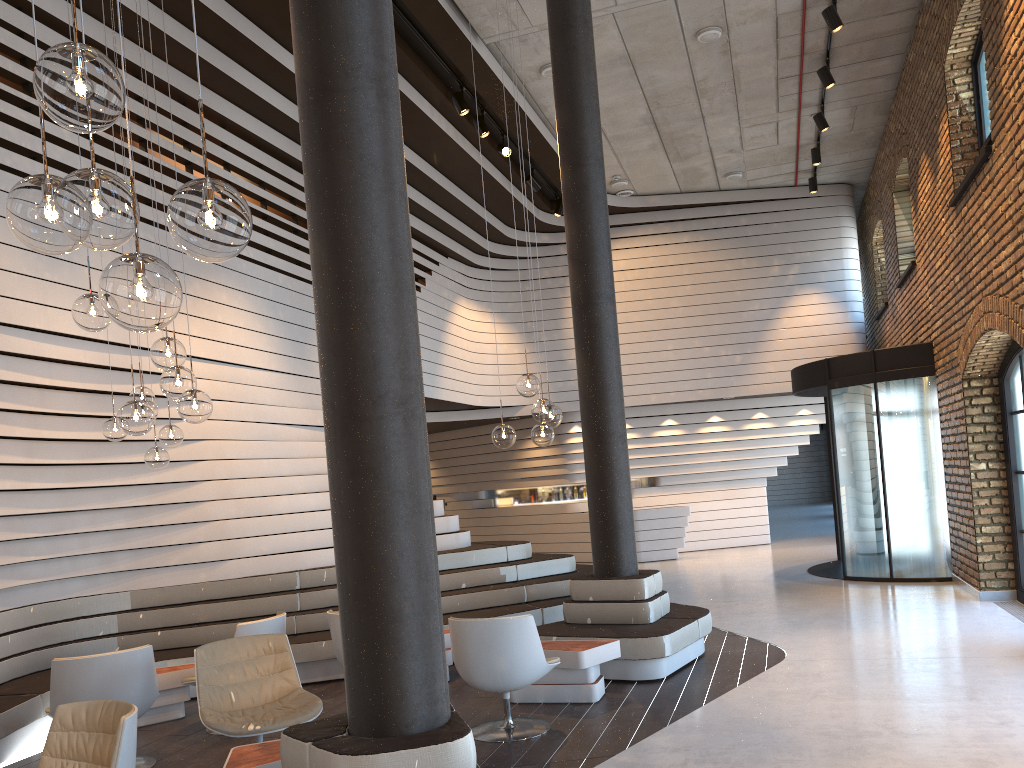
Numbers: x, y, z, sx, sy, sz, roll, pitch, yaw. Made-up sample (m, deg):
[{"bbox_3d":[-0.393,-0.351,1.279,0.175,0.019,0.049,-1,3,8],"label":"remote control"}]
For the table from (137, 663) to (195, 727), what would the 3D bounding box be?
[{"bbox_3d":[-2.806,2.351,6.587,0.898,0.369,0.419,-1,-5,-35],"label":"table"}]

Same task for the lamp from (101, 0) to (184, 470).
[{"bbox_3d":[-2.744,-1.740,6.156,0.528,4.705,0.335,-5,0,-21],"label":"lamp"}]

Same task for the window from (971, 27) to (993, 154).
[{"bbox_3d":[4.194,-2.534,7.565,0.126,1.448,1.568,-5,-3,17],"label":"window"}]

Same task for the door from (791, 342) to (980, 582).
[{"bbox_3d":[5.494,1.056,11.695,3.230,2.846,3.240,-6,-4,24],"label":"door"}]

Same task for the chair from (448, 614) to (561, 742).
[{"bbox_3d":[-0.048,1.815,5.609,0.661,0.765,0.709,-6,-3,18],"label":"chair"}]

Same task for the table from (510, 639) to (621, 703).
[{"bbox_3d":[0.302,2.064,6.321,0.912,0.370,0.412,-7,-4,20],"label":"table"}]

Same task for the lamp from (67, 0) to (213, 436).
[{"bbox_3d":[-1.885,-2.121,4.139,0.312,4.733,0.657,-5,0,25],"label":"lamp"}]

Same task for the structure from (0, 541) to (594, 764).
[{"bbox_3d":[-3.104,1.675,2.831,5.800,0.925,18.217,-6,-7,13],"label":"structure"}]

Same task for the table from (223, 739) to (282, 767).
[{"bbox_3d":[-1.024,1.952,4.345,0.898,0.369,0.419,-1,-5,-35],"label":"table"}]

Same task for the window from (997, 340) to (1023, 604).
[{"bbox_3d":[4.564,0.766,7.518,0.131,2.529,2.350,-5,-3,17],"label":"window"}]

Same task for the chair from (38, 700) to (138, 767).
[{"bbox_3d":[-1.847,1.729,3.515,0.664,0.765,0.705,-7,-4,37],"label":"chair"}]

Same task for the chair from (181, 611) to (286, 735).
[{"bbox_3d":[-1.950,2.050,6.299,0.715,0.765,0.655,-6,-3,17],"label":"chair"}]

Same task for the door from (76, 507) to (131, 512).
[{"bbox_3d":[-4.346,1.966,9.725,0.977,2.101,0.162,-5,0,18],"label":"door"}]

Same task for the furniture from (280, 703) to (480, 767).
[{"bbox_3d":[-0.664,1.627,3.275,1.269,0.720,1.788,-4,-6,-12],"label":"furniture"}]

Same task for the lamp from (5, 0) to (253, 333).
[{"bbox_3d":[-0.988,-2.443,1.850,0.545,4.666,0.293,-5,0,3],"label":"lamp"}]

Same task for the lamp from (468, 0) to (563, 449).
[{"bbox_3d":[0.208,-1.256,11.739,9.088,4.600,41.878,-6,-6,17],"label":"lamp"}]

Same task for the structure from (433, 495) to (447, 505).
[{"bbox_3d":[-1.655,2.598,18.703,0.811,0.468,0.017,-9,-3,43],"label":"structure"}]

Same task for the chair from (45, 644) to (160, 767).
[{"bbox_3d":[-2.516,2.001,5.449,0.651,0.765,0.719,-3,-3,-29],"label":"chair"}]

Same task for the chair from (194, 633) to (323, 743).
[{"bbox_3d":[-1.459,1.869,5.054,0.651,0.765,0.719,-3,-4,-33],"label":"chair"}]

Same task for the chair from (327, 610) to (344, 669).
[{"bbox_3d":[-0.950,1.974,6.367,0.663,0.765,0.706,-7,-4,33],"label":"chair"}]

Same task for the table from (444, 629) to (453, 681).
[{"bbox_3d":[-0.842,2.260,7.225,0.902,0.370,0.417,-4,-4,-10],"label":"table"}]

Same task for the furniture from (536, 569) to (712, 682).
[{"bbox_3d":[1.008,1.929,7.195,1.757,0.720,1.292,-1,-6,-37],"label":"furniture"}]
